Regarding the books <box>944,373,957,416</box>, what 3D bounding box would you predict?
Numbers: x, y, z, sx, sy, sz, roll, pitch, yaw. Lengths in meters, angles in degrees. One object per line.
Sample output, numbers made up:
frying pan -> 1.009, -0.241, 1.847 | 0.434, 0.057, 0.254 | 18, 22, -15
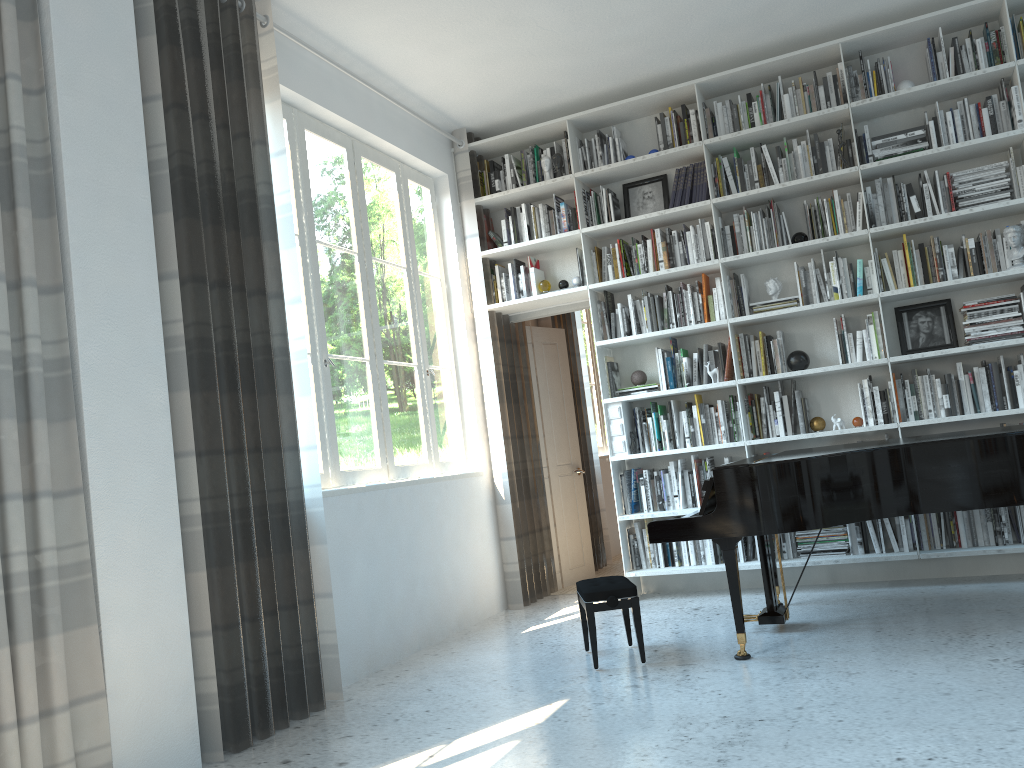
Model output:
books -> 2.467, 0.063, 4.988 | 0.029, 0.237, 0.166 | -9, -5, 23

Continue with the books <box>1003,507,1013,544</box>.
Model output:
books -> 2.715, 0.741, 4.878 | 0.024, 0.262, 0.131 | -9, -5, 23

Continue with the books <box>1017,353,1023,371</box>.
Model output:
books -> 2.805, -0.018, 4.856 | 0.014, 0.293, 0.137 | -9, -5, 23

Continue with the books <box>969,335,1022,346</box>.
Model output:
books -> 2.679, -0.237, 4.919 | 0.254, 0.012, 0.161 | -9, -6, 25

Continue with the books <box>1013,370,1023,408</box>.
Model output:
books -> 2.768, 0.032, 4.859 | 0.023, 0.204, 0.167 | -9, -5, 23

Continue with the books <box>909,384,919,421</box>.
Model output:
books -> 2.300, 0.106, 5.072 | 0.024, 0.208, 0.170 | -9, -5, 23

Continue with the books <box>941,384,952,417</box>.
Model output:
books -> 2.441, 0.094, 4.991 | 0.029, 0.183, 0.174 | -9, -5, 23

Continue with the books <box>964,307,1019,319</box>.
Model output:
books -> 2.659, -0.392, 4.927 | 0.254, 0.012, 0.161 | -9, -5, 19

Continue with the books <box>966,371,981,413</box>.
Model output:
books -> 2.577, 0.047, 4.954 | 0.031, 0.237, 0.159 | -9, -5, 23

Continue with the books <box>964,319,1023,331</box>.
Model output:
books -> 2.669, -0.320, 4.925 | 0.285, 0.012, 0.159 | -9, -6, 25

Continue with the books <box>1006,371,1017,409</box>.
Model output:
books -> 2.734, 0.036, 4.875 | 0.024, 0.207, 0.183 | -9, -5, 23

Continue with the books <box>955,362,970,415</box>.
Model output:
books -> 2.526, 0.028, 4.975 | 0.026, 0.291, 0.152 | -9, -5, 23

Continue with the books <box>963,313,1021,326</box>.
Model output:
books -> 2.662, -0.356, 4.922 | 0.285, 0.012, 0.159 | -10, -6, 28

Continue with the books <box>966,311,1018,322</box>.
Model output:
books -> 2.663, -0.367, 4.927 | 0.254, 0.012, 0.161 | -9, -6, 26

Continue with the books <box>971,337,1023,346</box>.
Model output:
books -> 2.679, -0.225, 4.914 | 0.254, 0.012, 0.161 | -9, -5, 19

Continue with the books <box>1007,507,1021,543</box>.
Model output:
books -> 2.751, 0.762, 4.871 | 0.040, 0.212, 0.129 | -9, -5, 23

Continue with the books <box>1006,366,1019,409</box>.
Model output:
books -> 2.754, 0.020, 4.878 | 0.014, 0.235, 0.154 | -9, -5, 23

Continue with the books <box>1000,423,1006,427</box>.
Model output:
books -> 2.691, 0.364, 4.818 | 0.013, 0.303, 0.181 | -9, -5, 23

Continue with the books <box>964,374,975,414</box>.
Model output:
books -> 2.557, 0.059, 4.970 | 0.025, 0.220, 0.140 | -9, -5, 23

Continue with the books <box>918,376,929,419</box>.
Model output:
books -> 2.348, 0.079, 5.064 | 0.024, 0.247, 0.132 | -9, -5, 23

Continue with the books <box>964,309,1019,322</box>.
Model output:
books -> 2.661, -0.379, 4.928 | 0.254, 0.012, 0.161 | -9, -6, 20

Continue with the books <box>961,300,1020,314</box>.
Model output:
books -> 2.656, -0.428, 4.934 | 0.285, 0.012, 0.159 | -9, -6, 25

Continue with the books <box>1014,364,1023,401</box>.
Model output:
books -> 2.787, 0.014, 4.851 | 0.023, 0.234, 0.175 | -9, -5, 23

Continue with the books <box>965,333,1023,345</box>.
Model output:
books -> 2.675, -0.249, 4.913 | 0.285, 0.012, 0.159 | -9, -5, 18

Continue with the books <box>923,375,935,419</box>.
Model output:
books -> 2.365, 0.076, 5.038 | 0.027, 0.245, 0.179 | -9, -5, 23

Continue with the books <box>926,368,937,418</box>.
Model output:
books -> 2.379, 0.055, 5.028 | 0.013, 0.282, 0.166 | -9, -5, 23

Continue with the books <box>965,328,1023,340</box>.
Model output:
books -> 2.672, -0.273, 4.915 | 0.285, 0.012, 0.159 | -10, -6, 28

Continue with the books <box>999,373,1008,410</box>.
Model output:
books -> 2.707, 0.044, 4.900 | 0.021, 0.202, 0.128 | -9, -5, 23

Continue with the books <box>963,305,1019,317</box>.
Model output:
books -> 2.658, -0.404, 4.930 | 0.254, 0.012, 0.161 | -9, -6, 20

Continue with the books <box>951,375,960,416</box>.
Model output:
books -> 2.490, 0.064, 4.989 | 0.013, 0.230, 0.139 | -9, -5, 23

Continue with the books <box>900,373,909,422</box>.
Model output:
books -> 2.255, 0.079, 5.091 | 0.011, 0.275, 0.146 | -9, -5, 23

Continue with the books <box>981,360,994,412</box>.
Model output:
books -> 2.646, 0.012, 4.938 | 0.014, 0.286, 0.134 | -9, -5, 23

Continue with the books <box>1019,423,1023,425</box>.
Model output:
books -> 2.778, 0.356, 4.785 | 0.015, 0.293, 0.169 | -9, -5, 23

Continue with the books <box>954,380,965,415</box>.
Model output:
books -> 2.504, 0.078, 4.969 | 0.023, 0.196, 0.165 | -9, -5, 23

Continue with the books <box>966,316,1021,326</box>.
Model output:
books -> 2.664, -0.344, 4.921 | 0.254, 0.012, 0.161 | -9, -5, 18

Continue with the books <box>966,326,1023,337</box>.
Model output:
books -> 2.671, -0.285, 4.917 | 0.254, 0.012, 0.161 | -9, -5, 18

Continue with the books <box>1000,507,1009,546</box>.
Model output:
books -> 2.690, 0.731, 4.872 | 0.014, 0.288, 0.185 | -9, -5, 23

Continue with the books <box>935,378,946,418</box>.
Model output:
books -> 2.417, 0.081, 5.007 | 0.023, 0.217, 0.174 | -9, -5, 23

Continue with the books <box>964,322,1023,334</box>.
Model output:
books -> 2.671, -0.308, 4.927 | 0.285, 0.012, 0.159 | -9, -6, 24

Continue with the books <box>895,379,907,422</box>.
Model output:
books -> 2.241, 0.098, 5.104 | 0.029, 0.243, 0.154 | -9, -5, 23

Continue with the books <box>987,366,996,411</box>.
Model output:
books -> 2.657, 0.027, 4.926 | 0.011, 0.251, 0.158 | -9, -5, 23

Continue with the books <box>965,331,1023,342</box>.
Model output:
books -> 2.677, -0.261, 4.923 | 0.285, 0.012, 0.159 | -9, -6, 22

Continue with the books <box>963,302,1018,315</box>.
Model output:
books -> 2.656, -0.416, 4.929 | 0.254, 0.012, 0.161 | -9, -5, 19

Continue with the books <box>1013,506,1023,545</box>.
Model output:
books -> 2.761, 0.760, 4.832 | 0.010, 0.205, 0.180 | -9, -5, 23

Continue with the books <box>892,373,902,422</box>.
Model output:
books -> 2.221, 0.080, 5.116 | 0.012, 0.285, 0.159 | -9, -5, 23

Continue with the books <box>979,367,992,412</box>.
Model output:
books -> 2.621, 0.035, 4.922 | 0.026, 0.245, 0.191 | -9, -5, 23

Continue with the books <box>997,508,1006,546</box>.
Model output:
books -> 2.674, 0.709, 4.878 | 0.014, 0.335, 0.183 | -9, -5, 23

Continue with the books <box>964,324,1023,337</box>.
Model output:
books -> 2.674, -0.296, 4.928 | 0.285, 0.012, 0.159 | -9, -6, 23

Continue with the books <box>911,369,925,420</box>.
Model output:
books -> 2.325, 0.062, 5.081 | 0.027, 0.290, 0.140 | -9, -5, 23

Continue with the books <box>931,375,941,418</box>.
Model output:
books -> 2.404, 0.072, 5.037 | 0.021, 0.244, 0.141 | -9, -5, 23

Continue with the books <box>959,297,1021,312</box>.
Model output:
books -> 2.652, -0.440, 4.928 | 0.285, 0.012, 0.159 | -9, -5, 18

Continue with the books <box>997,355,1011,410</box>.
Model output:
books -> 2.713, -0.005, 4.888 | 0.012, 0.296, 0.178 | -9, -5, 23

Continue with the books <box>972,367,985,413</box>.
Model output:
books -> 2.608, 0.035, 4.957 | 0.025, 0.254, 0.136 | -9, -5, 23

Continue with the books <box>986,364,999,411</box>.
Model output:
books -> 2.662, 0.021, 4.912 | 0.010, 0.261, 0.181 | -9, -5, 23

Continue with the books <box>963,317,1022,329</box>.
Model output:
books -> 2.665, -0.332, 4.920 | 0.285, 0.012, 0.159 | -10, -6, 28

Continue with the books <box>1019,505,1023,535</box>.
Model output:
books -> 2.781, 0.755, 4.829 | 0.029, 0.209, 0.170 | -9, -5, 23

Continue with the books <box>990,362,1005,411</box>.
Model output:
books -> 2.676, 0.016, 4.898 | 0.028, 0.264, 0.161 | -9, -5, 23

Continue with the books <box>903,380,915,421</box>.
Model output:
books -> 2.270, 0.096, 5.072 | 0.027, 0.234, 0.167 | -9, -5, 23
